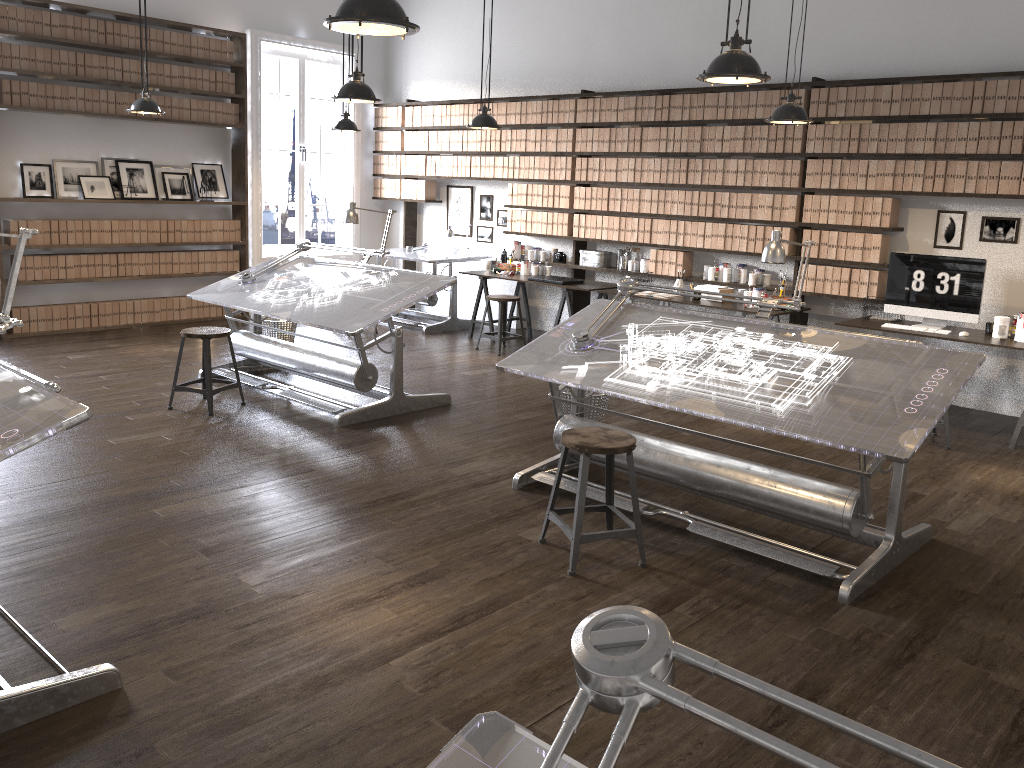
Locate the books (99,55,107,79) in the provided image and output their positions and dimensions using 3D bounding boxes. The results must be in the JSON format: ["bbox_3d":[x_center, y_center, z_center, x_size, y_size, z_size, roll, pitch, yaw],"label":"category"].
[{"bbox_3d":[-3.910,-2.991,8.392,0.175,0.224,0.067,12,14,42],"label":"books"}]

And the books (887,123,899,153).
[{"bbox_3d":[2.888,-1.834,6.641,0.067,0.224,0.175,11,14,41],"label":"books"}]

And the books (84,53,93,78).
[{"bbox_3d":[-4.003,-2.975,8.303,0.175,0.223,0.067,12,14,42],"label":"books"}]

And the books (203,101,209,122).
[{"bbox_3d":[-3.222,-2.828,9.207,0.175,0.224,0.067,12,14,42],"label":"books"}]

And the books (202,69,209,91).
[{"bbox_3d":[-3.205,-3.132,9.153,0.175,0.224,0.067,12,14,42],"label":"books"}]

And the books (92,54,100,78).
[{"bbox_3d":[-3.957,-2.984,8.349,0.175,0.223,0.067,12,14,42],"label":"books"}]

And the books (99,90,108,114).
[{"bbox_3d":[-3.929,-2.687,8.444,0.175,0.224,0.067,12,14,42],"label":"books"}]

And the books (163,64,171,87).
[{"bbox_3d":[-3.483,-3.076,8.853,0.175,0.224,0.067,12,14,42],"label":"books"}]

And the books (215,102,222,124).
[{"bbox_3d":[-3.121,-2.846,9.306,0.175,0.224,0.067,12,14,42],"label":"books"}]

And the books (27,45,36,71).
[{"bbox_3d":[-4.338,-2.908,7.940,0.175,0.223,0.067,12,14,42],"label":"books"}]

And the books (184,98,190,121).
[{"bbox_3d":[-3.364,-2.799,9.050,0.175,0.223,0.067,12,14,42],"label":"books"}]

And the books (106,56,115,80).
[{"bbox_3d":[-3.861,-3.001,8.445,0.175,0.224,0.067,12,14,42],"label":"books"}]

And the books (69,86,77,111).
[{"bbox_3d":[-4.120,-2.649,8.238,0.175,0.223,0.067,12,14,42],"label":"books"}]

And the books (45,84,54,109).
[{"bbox_3d":[-4.256,-2.623,8.096,0.175,0.224,0.067,12,14,42],"label":"books"}]

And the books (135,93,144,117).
[{"bbox_3d":[-3.691,-2.733,8.695,0.175,0.224,0.067,12,14,42],"label":"books"}]

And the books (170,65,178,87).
[{"bbox_3d":[-3.436,-3.086,8.907,0.175,0.223,0.067,12,14,42],"label":"books"}]

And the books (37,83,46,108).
[{"bbox_3d":[-4.304,-2.614,8.045,0.175,0.224,0.067,12,14,42],"label":"books"}]

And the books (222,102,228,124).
[{"bbox_3d":[-3.076,-2.855,9.354,0.175,0.224,0.067,12,14,42],"label":"books"}]

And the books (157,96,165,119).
[{"bbox_3d":[-3.548,-2.763,8.857,0.175,0.224,0.067,12,14,42],"label":"books"}]

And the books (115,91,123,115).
[{"bbox_3d":[-3.828,-2.706,8.547,0.175,0.224,0.067,12,14,42],"label":"books"}]

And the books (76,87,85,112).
[{"bbox_3d":[-4.069,-2.658,8.289,0.175,0.224,0.067,12,14,42],"label":"books"}]

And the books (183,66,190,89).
[{"bbox_3d":[-3.345,-3.103,8.999,0.175,0.224,0.067,12,14,42],"label":"books"}]

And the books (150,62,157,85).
[{"bbox_3d":[-3.583,-3.059,8.755,0.175,0.224,0.067,12,14,42],"label":"books"}]

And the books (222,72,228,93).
[{"bbox_3d":[-3.059,-3.162,9.316,0.175,0.223,0.067,12,14,42],"label":"books"}]

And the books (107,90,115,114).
[{"bbox_3d":[-3.877,-2.696,8.494,0.175,0.224,0.067,12,14,42],"label":"books"}]

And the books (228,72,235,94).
[{"bbox_3d":[-3.006,-3.172,9.370,0.175,0.223,0.067,12,14,42],"label":"books"}]

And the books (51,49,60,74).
[{"bbox_3d":[-4.200,-2.936,8.091,0.175,0.224,0.067,12,14,42],"label":"books"}]

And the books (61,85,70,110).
[{"bbox_3d":[-4.164,-2.641,8.193,0.175,0.223,0.067,12,14,42],"label":"books"}]

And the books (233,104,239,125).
[{"bbox_3d":[-2.989,-2.874,9.455,0.175,0.224,0.067,12,14,42],"label":"books"}]

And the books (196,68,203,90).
[{"bbox_3d":[-3.256,-3.123,9.104,0.175,0.224,0.067,12,14,42],"label":"books"}]

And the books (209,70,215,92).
[{"bbox_3d":[-3.160,-3.142,9.208,0.175,0.224,0.067,12,14,42],"label":"books"}]

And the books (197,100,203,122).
[{"bbox_3d":[-3.268,-2.818,9.155,0.175,0.224,0.067,12,14,42],"label":"books"}]

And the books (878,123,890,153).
[{"bbox_3d":[2.836,-1.846,6.688,0.067,0.224,0.175,11,14,41],"label":"books"}]

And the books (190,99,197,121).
[{"bbox_3d":[-3.313,-2.808,9.101,0.175,0.224,0.067,12,14,42],"label":"books"}]

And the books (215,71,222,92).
[{"bbox_3d":[-3.105,-3.151,9.259,0.175,0.224,0.067,12,14,42],"label":"books"}]

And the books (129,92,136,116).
[{"bbox_3d":[-3.746,-2.724,8.645,0.175,0.223,0.067,12,14,42],"label":"books"}]

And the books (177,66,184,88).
[{"bbox_3d":[-3.394,-3.095,8.954,0.175,0.223,0.067,12,14,42],"label":"books"}]

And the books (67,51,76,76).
[{"bbox_3d":[-4.104,-2.955,8.194,0.175,0.224,0.067,12,14,42],"label":"books"}]

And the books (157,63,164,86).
[{"bbox_3d":[-3.534,-3.068,8.804,0.175,0.224,0.067,12,14,42],"label":"books"}]

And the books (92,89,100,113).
[{"bbox_3d":[-3.979,-2.678,8.395,0.175,0.224,0.067,12,14,42],"label":"books"}]

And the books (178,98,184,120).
[{"bbox_3d":[-3.408,-2.791,9.005,0.175,0.223,0.067,12,14,42],"label":"books"}]

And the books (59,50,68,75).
[{"bbox_3d":[-4.149,-2.945,8.139,0.175,0.224,0.067,12,14,42],"label":"books"}]

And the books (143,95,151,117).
[{"bbox_3d":[-3.644,-2.744,8.754,0.175,0.224,0.067,12,14,42],"label":"books"}]

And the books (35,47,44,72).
[{"bbox_3d":[-4.289,-2.916,7.986,0.175,0.224,0.067,12,14,42],"label":"books"}]

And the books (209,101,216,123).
[{"bbox_3d":[-3.172,-2.837,9.256,0.175,0.224,0.067,12,14,42],"label":"books"}]

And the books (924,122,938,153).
[{"bbox_3d":[3.083,-1.785,6.459,0.067,0.224,0.175,11,14,41],"label":"books"}]

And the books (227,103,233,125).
[{"bbox_3d":[-3.036,-2.864,9.403,0.175,0.223,0.067,12,14,42],"label":"books"}]

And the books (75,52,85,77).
[{"bbox_3d":[-4.049,-2.964,8.245,0.175,0.224,0.067,12,14,42],"label":"books"}]

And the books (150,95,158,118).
[{"bbox_3d":[-3.593,-2.753,8.802,0.175,0.224,0.067,12,14,42],"label":"books"}]

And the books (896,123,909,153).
[{"bbox_3d":[2.934,-1.821,6.592,0.067,0.224,0.175,11,14,41],"label":"books"}]

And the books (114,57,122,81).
[{"bbox_3d":[-3.815,-3.011,8.500,0.175,0.224,0.067,12,14,42],"label":"books"}]

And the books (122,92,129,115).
[{"bbox_3d":[-3.788,-2.715,8.596,0.175,0.223,0.067,12,14,42],"label":"books"}]

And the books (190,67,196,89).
[{"bbox_3d":[-3.304,-3.113,9.052,0.175,0.224,0.067,12,14,42],"label":"books"}]

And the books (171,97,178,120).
[{"bbox_3d":[-3.450,-2.781,8.953,0.175,0.224,0.067,12,14,42],"label":"books"}]

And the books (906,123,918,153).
[{"bbox_3d":[2.986,-1.810,6.551,0.067,0.223,0.175,11,14,41],"label":"books"}]

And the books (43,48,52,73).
[{"bbox_3d":[-4.248,-2.927,8.039,0.175,0.224,0.067,12,14,42],"label":"books"}]

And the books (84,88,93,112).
[{"bbox_3d":[-4.025,-2.669,8.343,0.175,0.224,0.067,12,14,42],"label":"books"}]

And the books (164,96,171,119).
[{"bbox_3d":[-3.500,-2.773,8.908,0.175,0.224,0.067,12,14,42],"label":"books"}]
